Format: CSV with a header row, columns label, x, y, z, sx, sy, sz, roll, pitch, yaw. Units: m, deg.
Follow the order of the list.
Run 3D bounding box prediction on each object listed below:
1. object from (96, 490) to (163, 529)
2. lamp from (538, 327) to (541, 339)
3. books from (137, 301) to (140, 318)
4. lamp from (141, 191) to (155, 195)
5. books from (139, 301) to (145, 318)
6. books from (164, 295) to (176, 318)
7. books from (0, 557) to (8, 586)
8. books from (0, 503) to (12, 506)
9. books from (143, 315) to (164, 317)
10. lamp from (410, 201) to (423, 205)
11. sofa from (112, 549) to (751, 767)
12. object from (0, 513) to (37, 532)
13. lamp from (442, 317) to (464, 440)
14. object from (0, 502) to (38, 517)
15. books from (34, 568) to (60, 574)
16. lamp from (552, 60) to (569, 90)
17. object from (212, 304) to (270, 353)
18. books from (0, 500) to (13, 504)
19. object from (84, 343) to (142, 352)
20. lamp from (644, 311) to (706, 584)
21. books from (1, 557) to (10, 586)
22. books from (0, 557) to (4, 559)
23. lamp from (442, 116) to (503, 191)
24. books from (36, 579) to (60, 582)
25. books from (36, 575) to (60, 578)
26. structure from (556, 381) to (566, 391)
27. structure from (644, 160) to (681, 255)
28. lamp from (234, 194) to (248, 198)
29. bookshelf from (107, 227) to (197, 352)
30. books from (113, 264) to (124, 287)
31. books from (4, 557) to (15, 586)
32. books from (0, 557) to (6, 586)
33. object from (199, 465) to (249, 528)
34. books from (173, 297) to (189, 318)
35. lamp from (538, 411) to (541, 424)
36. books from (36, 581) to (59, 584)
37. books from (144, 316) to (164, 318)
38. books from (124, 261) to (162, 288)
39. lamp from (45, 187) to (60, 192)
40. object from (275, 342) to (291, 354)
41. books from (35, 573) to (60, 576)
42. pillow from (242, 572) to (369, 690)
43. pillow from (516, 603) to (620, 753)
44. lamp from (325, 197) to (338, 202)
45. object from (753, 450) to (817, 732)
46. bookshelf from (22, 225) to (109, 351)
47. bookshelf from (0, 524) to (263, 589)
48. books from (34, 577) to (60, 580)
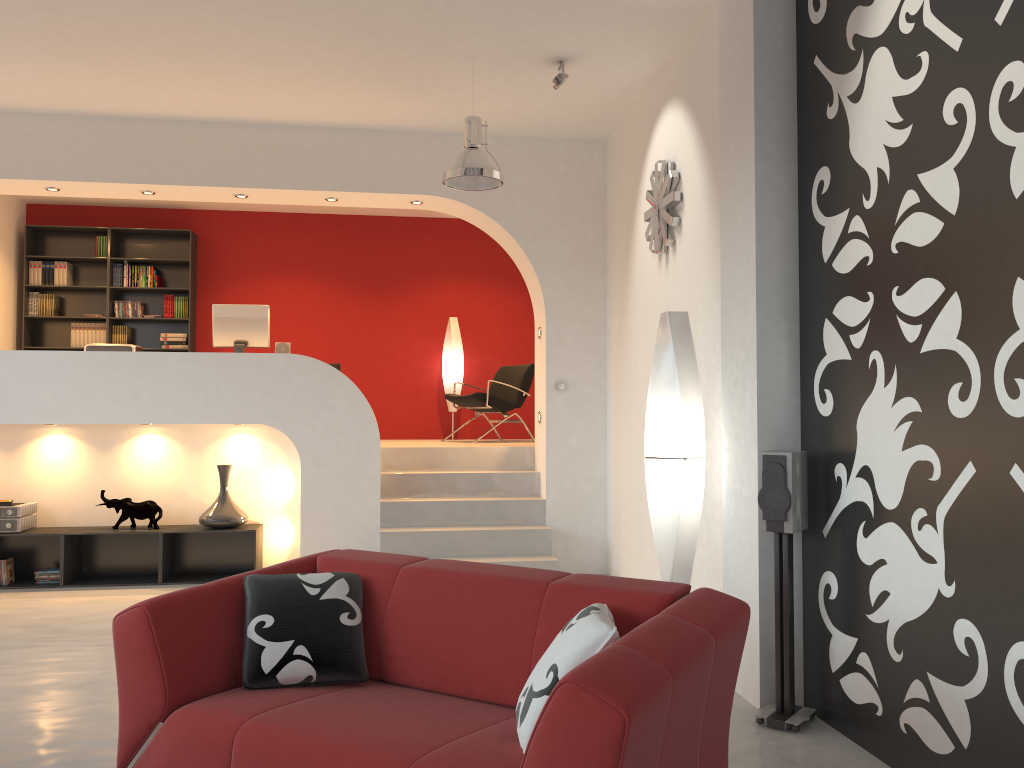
label,x,y,z,sx,sy,sz,roll,pitch,yaw
object,-2.930,0.961,6.811,0.507,0.296,0.191,0,-2,7
lamp,0.227,-0.423,7.331,0.011,0.105,0.105,0,-2,-9
books,-3.932,-0.776,9.387,0.031,0.190,0.135,0,-2,-9
lamp,-2.831,-1.487,6.905,0.105,0.011,0.105,1,-2,-20
books,-3.918,-0.776,9.389,0.031,0.190,0.135,0,-2,-9
books,-3.632,-0.807,9.426,0.090,0.256,0.181,0,-2,-9
books,-3.758,1.388,6.571,0.031,0.190,0.135,0,-2,-9
books,-3.814,0.897,6.626,0.135,0.015,0.190,1,-2,-29
books,-3.796,-0.717,9.406,0.190,0.015,0.135,0,-2,-4
lamp,-0.774,-1.474,7.217,0.105,0.011,0.105,1,-2,-20
sofa,-0.286,0.987,2.719,1.929,0.738,0.951,-1,-2,31
object,-3.850,1.042,6.640,0.430,0.100,0.365,0,-2,-9
lamp,-0.650,-0.059,9.764,0.237,1.349,0.237,0,-2,-1
object,-3.852,0.944,6.652,0.430,0.077,0.349,0,-2,-9
books,-3.468,1.405,6.666,0.190,0.015,0.135,1,-2,-14
lamp,0.308,-1.951,5.611,0.112,0.176,0.118,-1,-3,34
object,-2.247,-0.431,7.365,0.458,0.452,0.230,0,-2,-9
books,-3.819,0.883,6.636,0.135,0.015,0.190,1,-2,-24
object,-3.244,-0.209,7.286,0.397,0.217,0.458,0,-2,-9
lamp,0.815,0.530,4.429,0.313,1.779,0.313,0,-2,-1
books,-3.743,1.388,6.574,0.031,0.190,0.135,0,-2,-9
books,-3.787,1.388,6.567,0.031,0.190,0.135,0,-2,-9
lamp,-0.243,-1.647,5.527,0.379,0.800,0.379,2,-3,-37
books,-3.450,1.465,6.666,0.190,0.015,0.135,0,-2,-9
books,-3.454,1.435,6.667,0.190,0.015,0.135,0,-2,-9
structure,0.390,0.017,7.078,0.080,0.080,0.016,0,-2,-9
structure,0.948,-1.131,5.679,0.090,0.596,0.596,0,-2,-9
lamp,-2.139,-1.483,7.010,0.105,0.011,0.105,1,-2,-20
bookshelf,-3.788,-0.509,9.346,0.816,2.213,0.305,0,-2,-9
books,-4.139,-1.127,9.361,0.090,0.256,0.181,0,-2,-9
books,-3.728,1.388,6.576,0.031,0.190,0.135,0,-2,-9
books,-3.773,1.388,6.569,0.031,0.190,0.135,0,-2,-9
object,-2.239,0.871,6.896,0.369,0.481,0.369,2,-3,-43
books,-3.512,-0.798,9.443,0.146,0.240,0.170,0,-2,-9
lamp,0.227,0.275,7.306,0.011,0.105,0.105,0,-2,-9
books,-3.456,1.480,6.665,0.190,0.015,0.135,1,-2,-14
books,-3.786,-0.702,9.407,0.190,0.015,0.135,0,-2,-9
books,-3.901,-1.141,9.374,0.341,0.286,0.231,0,-2,-9
lamp,-3.523,-1.491,6.799,0.105,0.011,0.105,1,-2,-20
object,-1.929,-0.275,7.458,0.133,0.147,0.151,1,-2,-25
books,-3.457,1.419,6.660,0.190,0.015,0.135,0,-2,-9
pillow,-0.695,0.820,2.982,0.402,0.343,0.288,1,-2,-16
pillow,0.155,0.801,2.458,0.288,0.343,0.402,0,-2,-1
lamp,-1.447,-1.478,7.115,0.105,0.011,0.105,1,-2,-20
object,1.127,0.836,3.672,0.214,1.112,0.229,-2,-3,36
bookshelf,-4.595,-0.514,9.223,0.816,2.213,0.305,0,-2,-9
bookshelf,-3.337,1.303,6.712,2.764,0.397,0.405,0,-2,-9
books,-3.460,1.450,6.665,0.190,0.015,0.135,0,-2,-4
